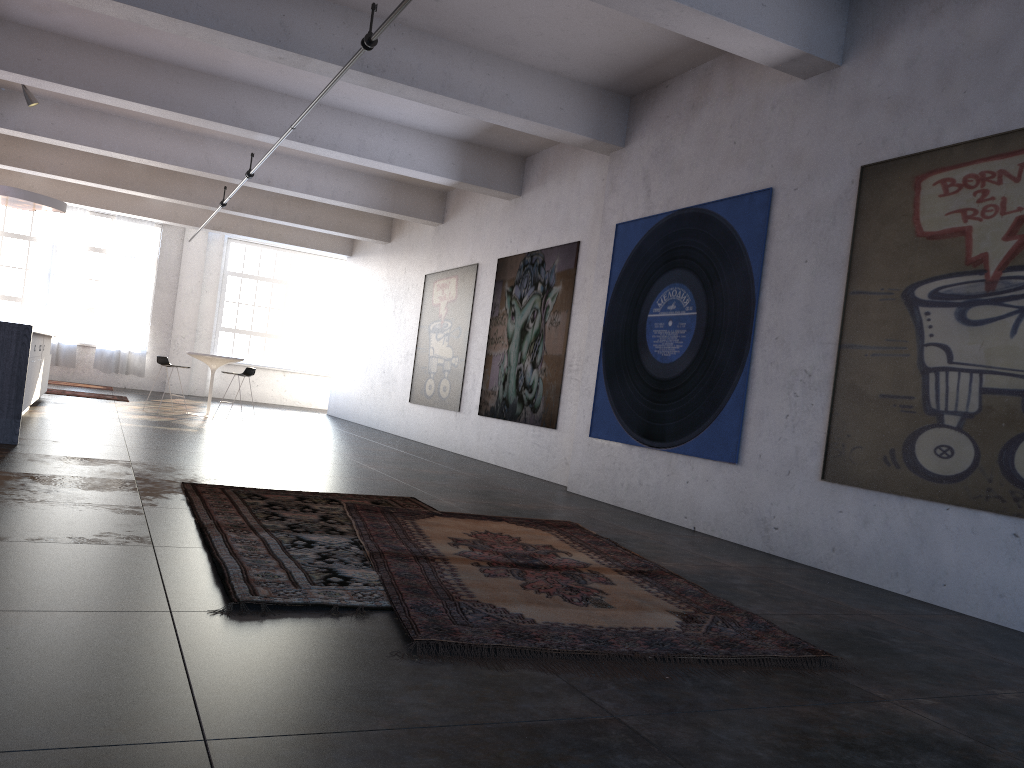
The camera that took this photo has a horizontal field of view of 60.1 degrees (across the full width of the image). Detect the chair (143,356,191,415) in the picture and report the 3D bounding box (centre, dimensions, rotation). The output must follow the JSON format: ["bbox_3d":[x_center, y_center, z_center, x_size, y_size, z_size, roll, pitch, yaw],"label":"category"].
[{"bbox_3d":[-5.118,0.051,13.205,0.453,0.895,0.516,7,0,41],"label":"chair"}]

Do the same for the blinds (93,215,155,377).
[{"bbox_3d":[-8.480,-2.065,19.615,1.048,3.751,0.336,7,0,-28],"label":"blinds"}]

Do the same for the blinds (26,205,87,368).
[{"bbox_3d":[-9.713,-2.225,18.984,1.056,3.697,0.332,7,0,-30],"label":"blinds"}]

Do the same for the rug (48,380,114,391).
[{"bbox_3d":[-9.815,-0.089,17.949,3.187,0.009,1.782,8,-1,-27],"label":"rug"}]

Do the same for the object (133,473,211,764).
[{"bbox_3d":[-5.460,0.439,6.639,20.099,0.001,26.719,8,-1,-26],"label":"object"}]

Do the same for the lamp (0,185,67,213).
[{"bbox_3d":[-6.808,-2.538,12.108,1.064,0.130,1.022,7,-1,20],"label":"lamp"}]

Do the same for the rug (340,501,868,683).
[{"bbox_3d":[0.085,0.936,4.601,1.899,0.048,3.479,7,-1,-16],"label":"rug"}]

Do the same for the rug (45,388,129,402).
[{"bbox_3d":[-8.002,0.082,14.800,2.936,0.029,1.821,8,-1,-26],"label":"rug"}]

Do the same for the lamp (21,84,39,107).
[{"bbox_3d":[-5.867,-3.520,10.773,0.227,0.287,0.129,8,0,-42],"label":"lamp"}]

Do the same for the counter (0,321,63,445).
[{"bbox_3d":[-5.778,-0.184,9.766,1.162,0.971,6.537,7,-1,-25],"label":"counter"}]

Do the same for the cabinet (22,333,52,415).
[{"bbox_3d":[-6.026,-0.176,10.315,0.939,0.930,5.548,7,-1,-25],"label":"cabinet"}]

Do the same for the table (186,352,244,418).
[{"bbox_3d":[-4.677,0.026,13.777,0.843,0.951,0.814,7,0,-26],"label":"table"}]
